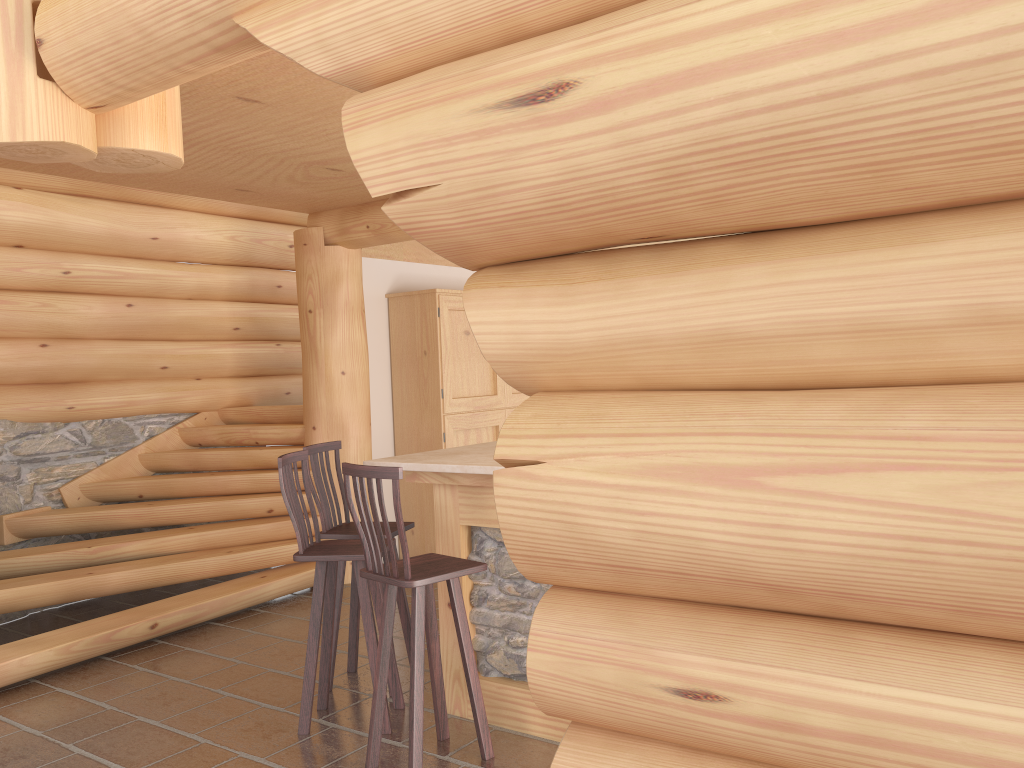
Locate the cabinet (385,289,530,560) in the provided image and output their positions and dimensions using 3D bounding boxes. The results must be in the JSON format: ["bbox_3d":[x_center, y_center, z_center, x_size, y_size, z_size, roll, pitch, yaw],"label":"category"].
[{"bbox_3d":[-0.281,0.356,8.508,0.670,2.403,1.847,-2,1,36],"label":"cabinet"}]

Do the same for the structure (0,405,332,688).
[{"bbox_3d":[-2.844,0.883,6.613,1.951,1.643,3.604,-2,1,30],"label":"structure"}]

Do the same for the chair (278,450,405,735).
[{"bbox_3d":[-0.833,0.992,4.338,0.504,1.319,0.406,-2,1,5],"label":"chair"}]

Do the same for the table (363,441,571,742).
[{"bbox_3d":[0.919,0.954,4.011,3.220,1.257,1.196,-2,1,36],"label":"table"}]

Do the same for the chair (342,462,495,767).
[{"bbox_3d":[-0.401,0.982,3.806,0.504,1.319,0.406,-3,1,-44],"label":"chair"}]

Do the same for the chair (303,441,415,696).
[{"bbox_3d":[-0.817,0.982,4.860,0.504,1.319,0.406,-2,1,16],"label":"chair"}]
